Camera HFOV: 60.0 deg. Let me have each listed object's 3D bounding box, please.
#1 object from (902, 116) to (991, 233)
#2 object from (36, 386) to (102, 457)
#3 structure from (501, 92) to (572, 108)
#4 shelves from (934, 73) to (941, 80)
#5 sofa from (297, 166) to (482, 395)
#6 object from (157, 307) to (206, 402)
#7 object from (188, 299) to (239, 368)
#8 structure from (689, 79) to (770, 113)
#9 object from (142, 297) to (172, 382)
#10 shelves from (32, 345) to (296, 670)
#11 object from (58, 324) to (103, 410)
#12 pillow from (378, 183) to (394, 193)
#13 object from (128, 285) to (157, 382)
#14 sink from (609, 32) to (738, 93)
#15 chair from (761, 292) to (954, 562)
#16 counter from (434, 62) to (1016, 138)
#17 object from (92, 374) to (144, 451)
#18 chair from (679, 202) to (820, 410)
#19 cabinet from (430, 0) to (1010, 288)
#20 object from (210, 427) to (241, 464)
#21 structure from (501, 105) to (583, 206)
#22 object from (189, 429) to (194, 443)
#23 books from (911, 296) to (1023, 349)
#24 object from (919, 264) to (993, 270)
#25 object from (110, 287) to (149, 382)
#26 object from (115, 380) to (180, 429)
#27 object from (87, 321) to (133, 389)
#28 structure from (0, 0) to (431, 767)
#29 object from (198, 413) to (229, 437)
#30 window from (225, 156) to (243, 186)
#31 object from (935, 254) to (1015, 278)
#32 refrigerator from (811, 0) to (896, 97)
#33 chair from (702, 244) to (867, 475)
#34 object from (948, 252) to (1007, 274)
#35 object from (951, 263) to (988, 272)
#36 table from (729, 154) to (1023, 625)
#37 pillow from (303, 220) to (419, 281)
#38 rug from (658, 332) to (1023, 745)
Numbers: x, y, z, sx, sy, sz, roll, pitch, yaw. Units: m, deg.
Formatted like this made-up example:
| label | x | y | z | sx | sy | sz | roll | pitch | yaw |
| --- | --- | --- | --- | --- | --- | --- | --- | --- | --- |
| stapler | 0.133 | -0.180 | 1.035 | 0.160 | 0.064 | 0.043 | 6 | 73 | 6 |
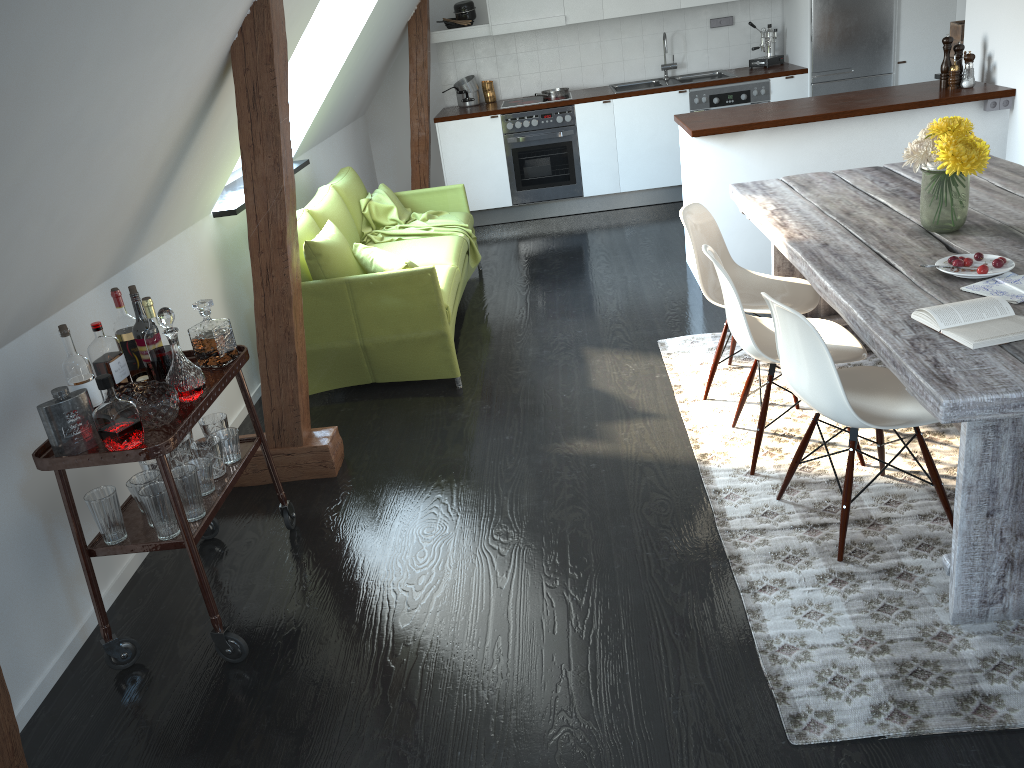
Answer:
| label | x | y | z | sx | sy | sz | roll | pitch | yaw |
| --- | --- | --- | --- | --- | --- | --- | --- | --- | --- |
| object | 1.427 | -0.689 | 2.911 | 0.233 | 0.365 | 0.293 | -18 | 25 | -22 |
| object | -1.191 | 0.097 | 2.396 | 0.052 | 0.182 | 0.135 | 11 | 30 | 38 |
| structure | 0.204 | -2.308 | 7.268 | 0.574 | 0.041 | 0.504 | -6 | 23 | 5 |
| shelves | 2.953 | -2.136 | 5.284 | 0.660 | 0.553 | 0.408 | -6 | 23 | 5 |
| sofa | -0.725 | -0.724 | 5.138 | 0.898 | 0.825 | 2.093 | -7 | 23 | 4 |
| object | -0.984 | -0.087 | 2.611 | 0.114 | 0.292 | 0.114 | -18 | 25 | -21 |
| object | -0.985 | -0.169 | 2.901 | 0.101 | 0.211 | 0.101 | 0 | 24 | 19 |
| structure | 1.738 | -2.087 | 7.229 | 0.612 | 0.725 | 0.582 | -6 | 23 | 5 |
| object | -1.067 | -0.117 | 2.692 | 0.081 | 0.307 | 0.081 | -4 | 23 | 10 |
| shelves | -1.044 | 0.363 | 2.832 | 0.438 | 0.732 | 0.803 | -8 | 23 | 1 |
| object | -1.205 | -0.014 | 2.479 | 0.073 | 0.320 | 0.073 | -10 | 23 | -4 |
| pillow | -0.810 | -1.138 | 5.787 | 0.210 | 0.275 | 0.462 | -7 | 23 | 3 |
| object | -1.130 | -0.147 | 2.749 | 0.080 | 0.329 | 0.080 | -10 | 23 | -4 |
| sink | 1.278 | -2.570 | 7.194 | 0.963 | 0.519 | 0.671 | -6 | 23 | 5 |
| chair | 1.053 | 0.072 | 2.716 | 0.542 | 0.801 | 0.465 | -12 | 23 | -8 |
| counter | 1.017 | -1.956 | 6.184 | 3.365 | 0.038 | 3.085 | -6 | 23 | 5 |
| object | -1.061 | 0.074 | 2.368 | 0.087 | 0.206 | 0.087 | 5 | 26 | 28 |
| chair | 1.004 | -0.356 | 3.729 | 0.542 | 0.801 | 0.465 | 5 | 26 | 28 |
| cabinet | 1.408 | -2.267 | 6.061 | 4.208 | 2.369 | 3.033 | -6 | 23 | 5 |
| object | -0.941 | 0.208 | 2.939 | 0.092 | 0.099 | 0.092 | -15 | 24 | -16 |
| structure | 0.260 | -1.957 | 7.434 | 0.583 | 0.725 | 0.749 | -6 | 23 | 5 |
| object | -1.133 | 0.185 | 3.030 | 0.095 | 0.119 | 0.095 | -22 | 27 | -30 |
| books | 1.156 | -0.164 | 2.199 | 0.202 | 0.042 | 0.251 | -11 | 23 | -6 |
| object | 1.278 | -0.337 | 2.555 | 0.194 | 0.022 | 0.019 | 0 | 24 | 19 |
| object | -1.229 | -0.161 | 2.846 | 0.081 | 0.308 | 0.081 | -9 | 23 | -3 |
| object | -1.042 | 0.062 | 2.534 | 0.245 | 0.092 | 0.151 | 7 | 27 | 31 |
| object | -1.218 | -0.064 | 2.680 | 0.067 | 0.257 | 0.099 | -4 | 23 | 9 |
| structure | -1.229 | 0.226 | 1.675 | 1.023 | 1.963 | 12.350 | -6 | 23 | 5 |
| object | -1.005 | 0.170 | 3.022 | 0.095 | 0.119 | 0.095 | -22 | 27 | -30 |
| window | 0.891 | -2.010 | 0.793 | 5.959 | 4.249 | 8.018 | -6 | 23 | 5 |
| object | 1.334 | -0.335 | 2.560 | 0.205 | 0.024 | 0.205 | -9 | 23 | -3 |
| refrigerator | 2.569 | -2.600 | 6.691 | 0.609 | 1.868 | 0.031 | -6 | 23 | 5 |
| chair | 0.981 | -0.126 | 3.200 | 0.542 | 0.801 | 0.465 | -6 | 23 | 6 |
| object | 1.346 | -0.352 | 2.564 | 0.132 | 0.034 | 0.144 | -18 | 25 | -21 |
| object | 1.317 | -0.337 | 2.559 | 0.110 | 0.011 | 0.058 | -5 | 23 | 8 |
| table | 1.567 | -0.153 | 3.085 | 1.141 | 0.788 | 2.421 | -6 | 23 | 5 |
| pillow | -0.677 | -0.606 | 4.349 | 0.600 | 0.387 | 0.475 | -7 | 23 | 2 |
| rug | 1.629 | 0.204 | 3.217 | 1.898 | 0.022 | 2.677 | -6 | 23 | 5 |
